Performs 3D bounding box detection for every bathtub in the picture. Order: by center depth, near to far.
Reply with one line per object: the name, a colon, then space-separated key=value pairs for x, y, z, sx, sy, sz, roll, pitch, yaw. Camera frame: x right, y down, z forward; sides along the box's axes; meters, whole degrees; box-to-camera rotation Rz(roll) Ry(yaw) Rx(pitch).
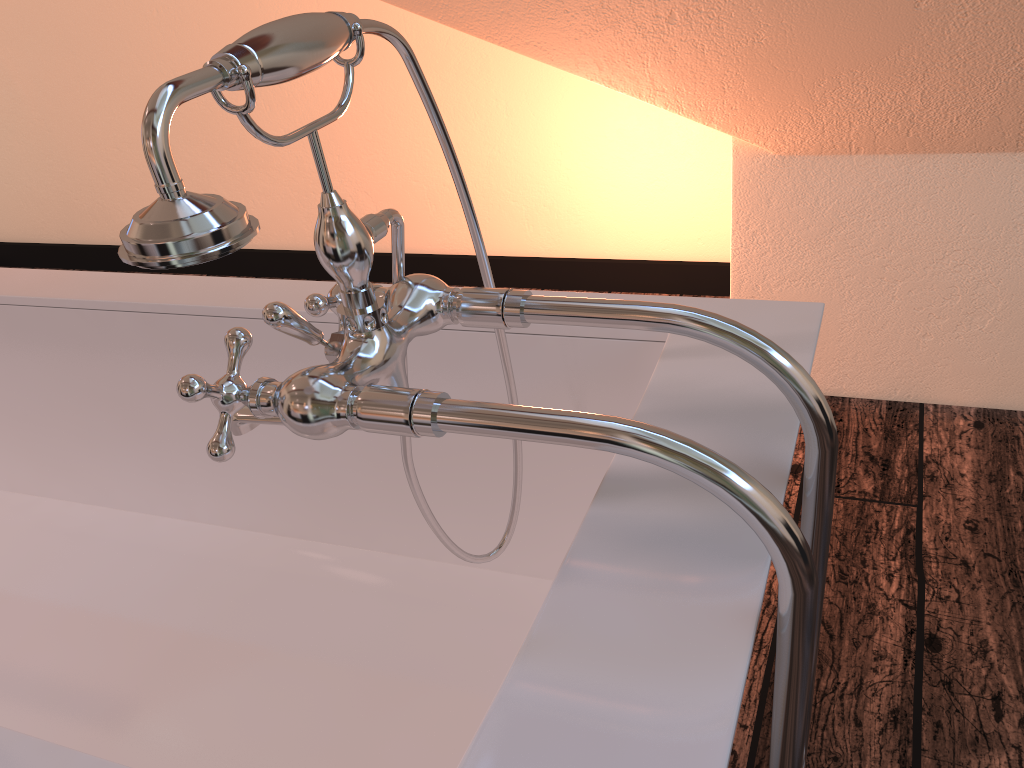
bathtub: x=-0.791 y=0.313 z=1.235 sx=2.213 sy=0.706 sz=0.785 roll=5 pitch=36 yaw=21

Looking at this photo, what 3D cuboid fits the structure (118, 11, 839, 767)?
structure: x=0.061 y=0.253 z=0.769 sx=0.551 sy=1.140 sz=0.379 roll=16 pitch=41 yaw=32
